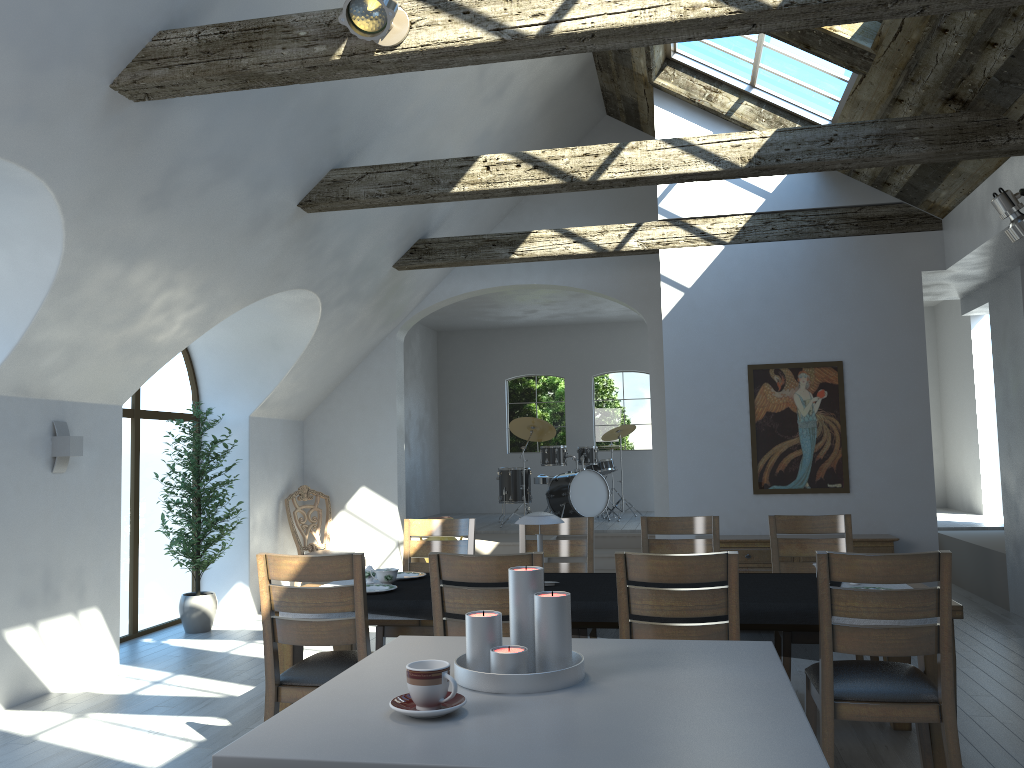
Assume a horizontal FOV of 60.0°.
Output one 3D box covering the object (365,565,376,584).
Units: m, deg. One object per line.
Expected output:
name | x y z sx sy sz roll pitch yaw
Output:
object | -0.744 0.993 4.635 0.064 0.092 0.064 -4 -5 29

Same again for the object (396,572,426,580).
object | -0.591 1.041 4.800 0.250 0.017 0.253 -2 -5 11

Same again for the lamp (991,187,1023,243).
lamp | 2.994 -1.029 5.251 0.265 0.386 0.235 -4 -6 33

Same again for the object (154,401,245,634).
object | -2.620 1.100 7.451 0.718 1.920 0.737 -4 -5 30

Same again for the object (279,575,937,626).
object | 0.430 1.029 4.347 2.872 0.077 1.050 -2 -5 11

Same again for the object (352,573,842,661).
object | 0.436 1.101 4.343 2.456 0.227 1.073 -2 -5 11

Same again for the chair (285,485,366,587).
chair | -1.833 1.574 8.708 0.655 1.159 0.552 -5 -6 36

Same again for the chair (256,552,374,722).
chair | -0.776 1.220 3.879 0.514 1.006 0.605 -2 -5 11

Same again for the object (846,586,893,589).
object | 1.571 0.914 3.885 0.250 0.017 0.253 -2 -5 11

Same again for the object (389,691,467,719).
object | -0.166 0.639 1.758 0.153 0.024 0.153 -1 -5 -3

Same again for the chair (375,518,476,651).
chair | -0.493 1.332 5.320 0.514 1.006 0.605 -2 -5 11

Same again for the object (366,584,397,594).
object | -0.688 1.005 4.337 0.250 0.017 0.253 -2 -5 11

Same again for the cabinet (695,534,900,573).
cabinet | 2.188 1.541 6.851 1.481 0.714 0.383 -2 -5 11

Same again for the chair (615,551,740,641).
chair | 0.686 1.161 3.597 0.514 1.006 0.605 -2 -5 11

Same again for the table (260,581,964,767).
table | 0.420 1.362 4.319 3.078 0.737 0.939 -2 -5 11

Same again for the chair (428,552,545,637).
chair | -0.045 1.191 3.738 0.514 1.006 0.605 -2 -5 11

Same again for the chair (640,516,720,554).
chair | 0.969 1.274 5.038 0.514 1.006 0.605 -2 -5 11

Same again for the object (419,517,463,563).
object | -0.750 1.719 9.381 0.402 0.605 0.396 2 -6 -32

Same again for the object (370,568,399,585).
object | -0.642 0.988 4.534 0.130 0.081 0.124 2 -6 -36

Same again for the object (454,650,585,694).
object | 0.017 0.649 2.032 0.297 0.040 0.297 2 -6 -38

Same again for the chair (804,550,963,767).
chair | 1.418 1.132 3.456 0.514 1.006 0.605 -2 -5 11

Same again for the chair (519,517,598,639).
chair | 0.238 1.303 5.179 0.514 1.006 0.605 -2 -5 11

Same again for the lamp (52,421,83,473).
lamp | -2.819 0.398 5.626 0.127 0.325 0.127 -2 -5 11

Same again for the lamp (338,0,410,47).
lamp | -0.553 -1.527 3.592 0.233 0.311 0.354 -2 -5 11

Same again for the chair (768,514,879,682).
chair | 1.700 1.245 4.897 0.514 1.006 0.605 -2 -5 11

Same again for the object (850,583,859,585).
object | 1.621 0.901 4.202 0.064 0.092 0.064 0 -5 -12

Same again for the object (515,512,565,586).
object | 0.141 0.818 4.413 0.251 0.362 0.251 -5 -6 34

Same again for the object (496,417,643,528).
object | 0.640 1.164 12.032 2.354 1.383 1.465 2 -6 -35

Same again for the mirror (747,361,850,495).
mirror | 2.288 0.352 7.100 0.736 1.047 0.009 -2 -5 11

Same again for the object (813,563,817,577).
object | 1.495 0.904 4.236 0.100 0.098 0.071 0 -5 -20

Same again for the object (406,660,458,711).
object | -0.163 0.599 1.752 0.088 0.084 0.105 0 -5 -20

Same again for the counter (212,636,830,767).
counter | 0.095 1.098 1.902 1.029 0.879 1.029 -2 -5 11
